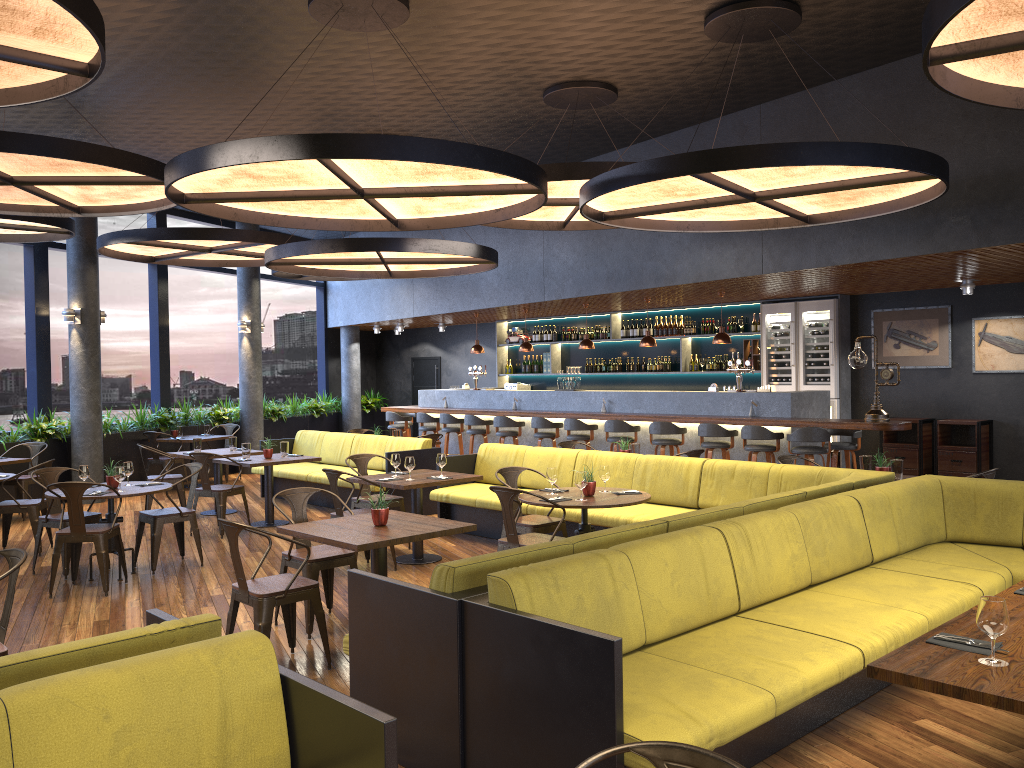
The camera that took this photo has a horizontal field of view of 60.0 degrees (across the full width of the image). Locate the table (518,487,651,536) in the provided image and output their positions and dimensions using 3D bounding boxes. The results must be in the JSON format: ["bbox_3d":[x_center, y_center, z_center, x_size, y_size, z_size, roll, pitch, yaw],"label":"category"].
[{"bbox_3d":[0.558,1.230,6.775,1.007,0.760,1.007,-1,1,-6],"label":"table"}]

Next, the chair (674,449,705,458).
[{"bbox_3d":[1.651,1.101,8.901,0.504,0.917,0.541,-2,1,-43],"label":"chair"}]

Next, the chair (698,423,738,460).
[{"bbox_3d":[2.534,0.992,10.883,0.483,1.048,0.438,-1,1,18],"label":"chair"}]

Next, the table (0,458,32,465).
[{"bbox_3d":[-6.351,1.291,10.414,0.887,0.763,0.906,-1,1,21],"label":"table"}]

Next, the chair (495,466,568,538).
[{"bbox_3d":[0.155,1.151,7.242,0.504,0.917,0.541,-2,1,-43],"label":"chair"}]

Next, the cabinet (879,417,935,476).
[{"bbox_3d":[5.189,0.959,11.651,0.473,1.007,0.553,-2,1,-44],"label":"cabinet"}]

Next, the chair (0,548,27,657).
[{"bbox_3d":[-2.488,1.243,4.002,0.541,0.917,0.504,-2,1,-43],"label":"chair"}]

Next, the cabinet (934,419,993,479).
[{"bbox_3d":[5.668,0.958,11.147,0.473,1.007,0.553,-2,1,-44],"label":"cabinet"}]

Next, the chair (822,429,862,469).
[{"bbox_3d":[3.852,0.977,10.413,0.483,1.048,0.438,-1,1,18],"label":"chair"}]

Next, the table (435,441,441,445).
[{"bbox_3d":[-1.603,1.184,12.248,0.906,0.763,0.887,-2,1,-44],"label":"table"}]

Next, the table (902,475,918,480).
[{"bbox_3d":[3.068,1.179,7.384,0.887,0.763,0.906,-2,1,-44],"label":"table"}]

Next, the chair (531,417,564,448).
[{"bbox_3d":[0.525,0.994,12.977,0.483,1.048,0.438,-1,1,18],"label":"chair"}]

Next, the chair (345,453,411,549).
[{"bbox_3d":[-1.336,1.154,8.672,0.504,0.917,0.541,-2,1,-43],"label":"chair"}]

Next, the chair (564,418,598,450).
[{"bbox_3d":[0.957,0.995,12.444,0.438,1.048,0.483,-1,1,-15],"label":"chair"}]

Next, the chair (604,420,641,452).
[{"bbox_3d":[1.492,0.993,11.939,0.483,1.048,0.438,-1,1,7],"label":"chair"}]

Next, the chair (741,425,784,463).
[{"bbox_3d":[2.914,0.993,10.387,0.438,1.048,0.483,-1,1,-15],"label":"chair"}]

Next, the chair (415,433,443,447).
[{"bbox_3d":[-1.192,1.106,11.757,0.504,0.917,0.541,-2,1,-43],"label":"chair"}]

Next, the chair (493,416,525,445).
[{"bbox_3d":[-0.054,0.997,13.419,0.438,1.048,0.483,-1,1,-24],"label":"chair"}]

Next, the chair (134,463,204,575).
[{"bbox_3d":[-3.081,1.193,8.031,0.541,0.917,0.504,-2,1,-43],"label":"chair"}]

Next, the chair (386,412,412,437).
[{"bbox_3d":[-1.962,0.997,15.511,0.483,1.048,0.438,-1,1,18],"label":"chair"}]

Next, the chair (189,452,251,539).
[{"bbox_3d":[-3.190,1.171,9.609,0.504,0.917,0.541,-1,1,24],"label":"chair"}]

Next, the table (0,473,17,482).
[{"bbox_3d":[-5.380,1.301,8.624,1.007,0.760,1.007,0,1,40],"label":"table"}]

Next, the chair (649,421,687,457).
[{"bbox_3d":[1.995,0.993,11.442,0.438,1.048,0.483,-1,1,-29],"label":"chair"}]

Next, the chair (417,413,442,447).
[{"bbox_3d":[-1.362,0.996,14.945,0.483,1.048,0.438,-1,1,18],"label":"chair"}]

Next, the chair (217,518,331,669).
[{"bbox_3d":[-1.404,1.208,5.139,0.541,0.917,0.504,-2,1,-43],"label":"chair"}]

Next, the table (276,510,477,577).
[{"bbox_3d":[-0.849,1.271,5.589,0.887,0.763,0.906,-2,1,-44],"label":"table"}]

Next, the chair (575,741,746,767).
[{"bbox_3d":[0.232,1.233,1.685,0.541,0.917,0.504,-2,1,-43],"label":"chair"}]

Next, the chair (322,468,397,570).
[{"bbox_3d":[-1.353,1.169,7.690,0.541,0.917,0.504,-2,1,-43],"label":"chair"}]

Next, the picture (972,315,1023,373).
[{"bbox_3d":[6.196,-0.488,10.866,0.028,0.697,1.039,-2,1,-44],"label":"picture"}]

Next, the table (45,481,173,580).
[{"bbox_3d":[-3.460,1.283,7.665,1.007,0.760,1.007,0,1,34],"label":"table"}]

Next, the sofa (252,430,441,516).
[{"bbox_3d":[-2.262,1.129,11.588,0.966,0.914,3.061,-2,1,-44],"label":"sofa"}]

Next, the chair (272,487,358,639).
[{"bbox_3d":[-1.346,1.193,6.088,0.504,0.917,0.541,-2,1,-43],"label":"chair"}]

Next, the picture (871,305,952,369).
[{"bbox_3d":[5.300,-0.611,11.804,0.028,0.809,1.039,-2,1,-44],"label":"picture"}]

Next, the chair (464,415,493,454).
[{"bbox_3d":[-0.526,0.996,13.974,0.438,1.048,0.483,-1,1,-15],"label":"chair"}]

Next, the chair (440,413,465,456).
[{"bbox_3d":[-0.942,0.995,14.522,0.483,1.048,0.438,-1,1,18],"label":"chair"}]

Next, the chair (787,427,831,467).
[{"bbox_3d":[3.328,0.992,9.968,0.483,1.048,0.438,0,1,38],"label":"chair"}]

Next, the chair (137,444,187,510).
[{"bbox_3d":[-4.247,1.171,10.754,0.541,0.917,0.504,-1,1,-25],"label":"chair"}]

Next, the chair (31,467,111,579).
[{"bbox_3d":[-3.949,1.209,7.885,0.541,0.917,0.504,0,1,28],"label":"chair"}]

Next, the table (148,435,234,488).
[{"bbox_3d":[-4.998,1.216,13.874,0.887,0.763,0.906,-1,1,21],"label":"table"}]

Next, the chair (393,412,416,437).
[{"bbox_3d":[-2.020,0.983,16.497,0.483,1.048,0.438,-1,1,-15],"label":"chair"}]

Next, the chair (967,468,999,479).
[{"bbox_3d":[3.501,1.100,6.935,0.504,0.917,0.541,-2,1,-43],"label":"chair"}]

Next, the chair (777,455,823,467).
[{"bbox_3d":[2.642,1.101,7.838,0.504,0.917,0.541,-2,1,-43],"label":"chair"}]

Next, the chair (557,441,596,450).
[{"bbox_3d":[0.793,1.102,9.803,0.504,0.917,0.541,-2,1,-43],"label":"chair"}]

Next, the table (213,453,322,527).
[{"bbox_3d":[-2.812,1.235,10.208,0.887,0.763,0.906,-2,1,-44],"label":"table"}]

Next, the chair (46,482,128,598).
[{"bbox_3d":[-3.425,1.212,7.140,0.504,0.917,0.541,-1,1,-4],"label":"chair"}]

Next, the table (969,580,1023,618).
[{"bbox_3d":[2.424,1.249,3.459,0.906,0.763,0.887,-2,1,-44],"label":"table"}]

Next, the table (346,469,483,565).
[{"bbox_3d":[-0.890,1.233,8.167,0.906,0.763,0.887,-2,1,-44],"label":"table"}]

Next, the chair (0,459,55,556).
[{"bbox_3d":[-4.806,1.211,8.751,0.541,0.917,0.504,-1,1,-13],"label":"chair"}]

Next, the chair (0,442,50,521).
[{"bbox_3d":[-6.079,1.198,11.023,0.504,0.917,0.541,-1,1,10],"label":"chair"}]

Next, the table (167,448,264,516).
[{"bbox_3d":[-3.707,1.236,11.146,0.906,0.763,0.887,-2,1,-44],"label":"table"}]

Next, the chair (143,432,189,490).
[{"bbox_3d":[-5.192,1.150,13.238,0.504,0.917,0.541,-1,1,21],"label":"chair"}]

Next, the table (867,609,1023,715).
[{"bbox_3d":[1.773,1.269,2.832,0.906,0.763,0.887,-2,1,-44],"label":"table"}]

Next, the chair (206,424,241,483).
[{"bbox_3d":[-4.725,1.123,14.483,0.504,0.917,0.541,-1,1,12],"label":"chair"}]

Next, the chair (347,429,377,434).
[{"bbox_3d":[-2.063,1.106,12.673,0.504,0.917,0.541,-2,1,-43],"label":"chair"}]

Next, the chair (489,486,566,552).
[{"bbox_3d":[0.127,1.165,6.360,0.541,0.917,0.504,-2,1,-43],"label":"chair"}]
